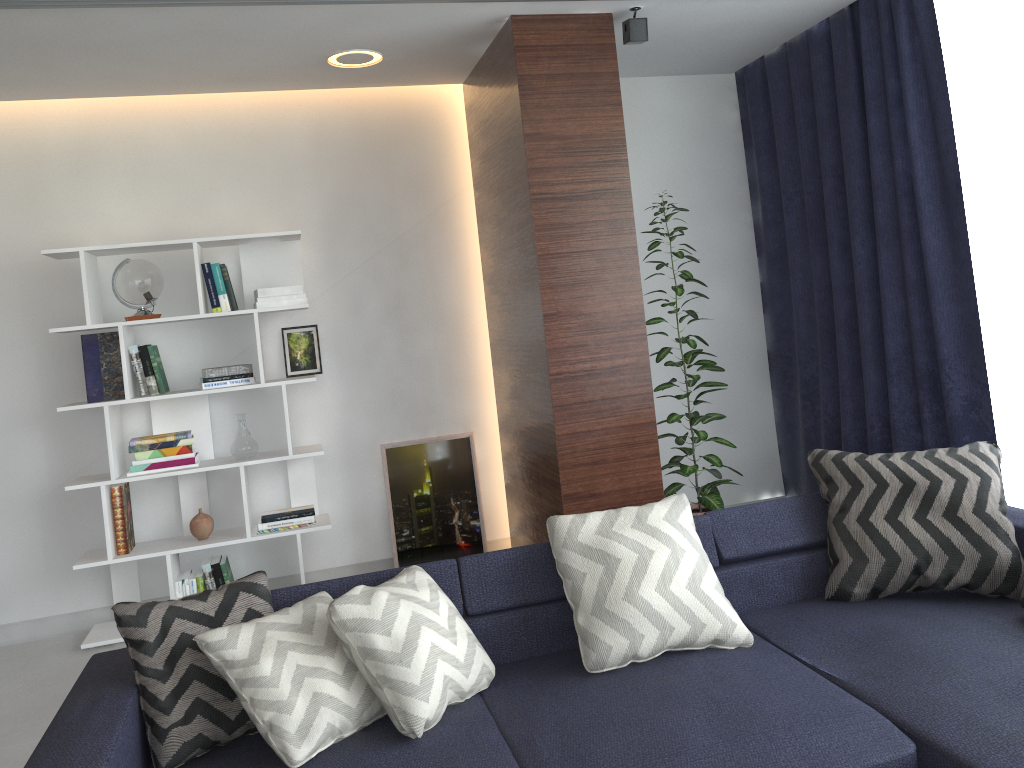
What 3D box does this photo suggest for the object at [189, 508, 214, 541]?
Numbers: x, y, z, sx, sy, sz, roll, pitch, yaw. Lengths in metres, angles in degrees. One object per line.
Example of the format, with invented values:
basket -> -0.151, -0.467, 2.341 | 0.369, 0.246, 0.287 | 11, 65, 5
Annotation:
object -> -1.493, 0.673, 4.248 | 0.111, 0.147, 0.122 | -6, 2, -17

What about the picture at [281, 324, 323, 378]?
picture -> -1.078, -0.169, 4.532 | 0.182, 0.256, 0.058 | -6, 0, -14

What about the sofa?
sofa -> 0.471, 0.810, 1.901 | 2.879, 0.607, 1.900 | -7, 4, -14

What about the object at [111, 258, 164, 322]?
object -> -1.766, -0.410, 4.190 | 0.234, 0.383, 0.220 | -6, 1, 6

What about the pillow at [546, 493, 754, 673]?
pillow -> 0.382, 0.567, 2.566 | 0.496, 0.388, 0.342 | -7, 2, -14

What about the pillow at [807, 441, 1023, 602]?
pillow -> 1.279, 0.472, 2.799 | 0.596, 0.518, 0.356 | -5, 1, 16

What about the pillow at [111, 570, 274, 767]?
pillow -> -0.766, 0.714, 2.277 | 0.417, 0.385, 0.220 | -8, 2, -44

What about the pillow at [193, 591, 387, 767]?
pillow -> -0.522, 0.728, 2.237 | 0.329, 0.294, 0.418 | -4, 3, 38

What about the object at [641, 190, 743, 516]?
object -> 0.864, -0.055, 4.423 | 0.501, 1.845, 0.485 | -6, 0, 44

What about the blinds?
blinds -> -0.253, -0.141, 1.171 | 5.808, 2.769, 7.143 | -7, 4, -11

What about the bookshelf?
bookshelf -> -1.518, 0.222, 4.273 | 1.153, 1.819, 0.299 | -6, 0, -14

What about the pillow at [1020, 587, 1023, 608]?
pillow -> 1.566, 0.471, 2.307 | 0.286, 0.344, 0.415 | -6, 3, -9

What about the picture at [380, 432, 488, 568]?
picture -> -0.405, 0.636, 4.668 | 0.501, 0.699, 0.083 | -6, 0, -14

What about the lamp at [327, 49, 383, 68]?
lamp -> -3.223, -0.890, 0.281 | 9.627, 0.084, 5.336 | -8, 5, -28

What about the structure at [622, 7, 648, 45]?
structure -> 0.530, -1.537, 3.811 | 0.084, 0.142, 0.114 | -6, 2, -9

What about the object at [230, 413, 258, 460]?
object -> -1.306, 0.254, 4.287 | 0.132, 0.219, 0.132 | -6, 1, -9

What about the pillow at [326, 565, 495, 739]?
pillow -> -0.256, 0.684, 2.335 | 0.279, 0.351, 0.420 | -5, 3, 29
